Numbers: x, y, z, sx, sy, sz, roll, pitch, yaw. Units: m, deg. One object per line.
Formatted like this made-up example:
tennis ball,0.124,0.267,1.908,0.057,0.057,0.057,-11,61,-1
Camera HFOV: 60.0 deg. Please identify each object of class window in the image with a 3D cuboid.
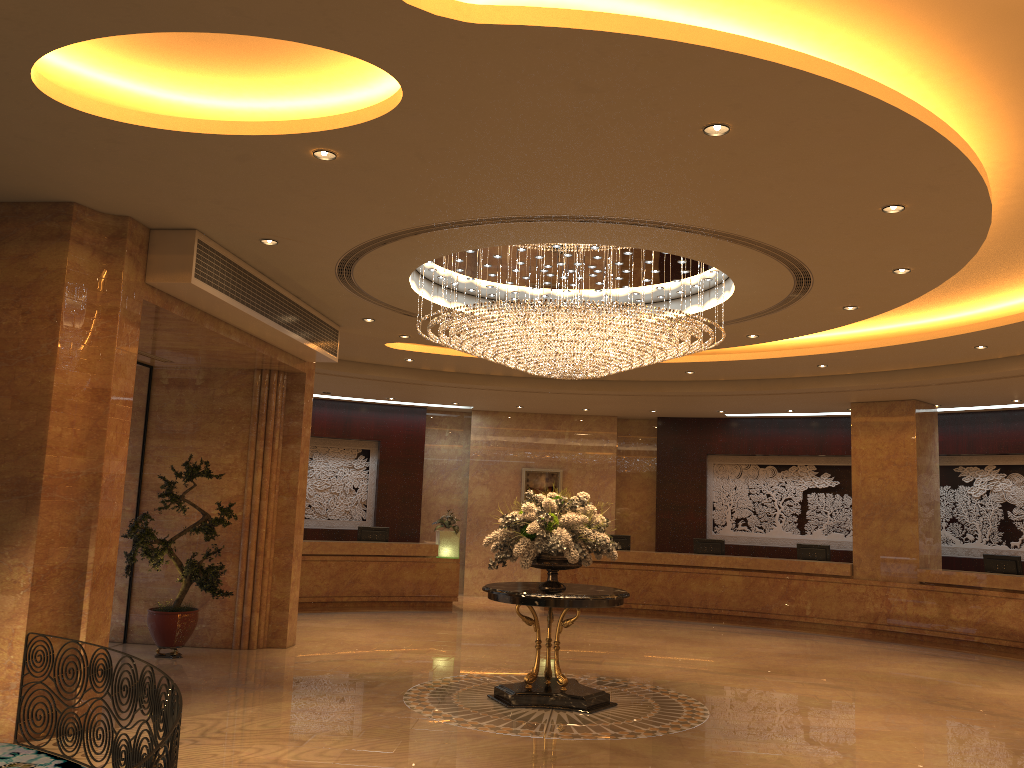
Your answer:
window,-5.022,1.281,9.714,0.047,3.571,3.515,1,-8,7

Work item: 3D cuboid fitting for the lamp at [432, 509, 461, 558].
lamp,-1.250,2.859,17.009,0.570,0.923,0.580,2,-8,4

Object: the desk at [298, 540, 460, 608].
desk,-3.380,3.470,16.300,5.227,1.155,1.570,7,-9,-28

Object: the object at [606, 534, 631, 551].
object,2.039,3.231,17.530,0.531,0.500,0.430,-5,-11,43

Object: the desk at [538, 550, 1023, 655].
desk,5.942,3.582,14.482,12.951,1.155,3.466,-5,-11,41

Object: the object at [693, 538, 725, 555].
object,3.801,3.241,17.106,0.430,0.500,0.531,7,-10,-32

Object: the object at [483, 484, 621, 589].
object,0.447,1.577,9.078,1.277,0.999,1.318,-4,-10,37

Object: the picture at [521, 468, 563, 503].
picture,0.647,2.288,19.234,0.875,0.890,0.068,3,-8,-2

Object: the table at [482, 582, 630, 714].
table,0.422,2.605,8.900,1.493,1.089,1.493,2,-8,0

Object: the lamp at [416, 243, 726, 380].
lamp,0.607,-0.648,9.356,3.206,1.196,3.204,-5,-11,43

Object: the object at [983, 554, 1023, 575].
object,7.865,2.991,14.203,0.430,0.500,0.531,2,-8,3

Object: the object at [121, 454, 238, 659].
object,-3.905,2.010,10.438,1.250,2.363,0.843,4,-8,-12

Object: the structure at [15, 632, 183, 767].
structure,-3.538,1.771,2.422,3.815,0.995,7.624,-2,-9,25

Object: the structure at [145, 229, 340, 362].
structure,-2.737,-0.821,9.746,0.425,0.483,4.113,1,-8,7

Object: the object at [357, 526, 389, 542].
object,-2.801,2.958,16.848,0.918,0.500,0.397,4,-8,-11

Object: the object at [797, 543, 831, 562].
object,5.540,3.194,16.291,0.430,0.500,0.531,5,-9,-21
